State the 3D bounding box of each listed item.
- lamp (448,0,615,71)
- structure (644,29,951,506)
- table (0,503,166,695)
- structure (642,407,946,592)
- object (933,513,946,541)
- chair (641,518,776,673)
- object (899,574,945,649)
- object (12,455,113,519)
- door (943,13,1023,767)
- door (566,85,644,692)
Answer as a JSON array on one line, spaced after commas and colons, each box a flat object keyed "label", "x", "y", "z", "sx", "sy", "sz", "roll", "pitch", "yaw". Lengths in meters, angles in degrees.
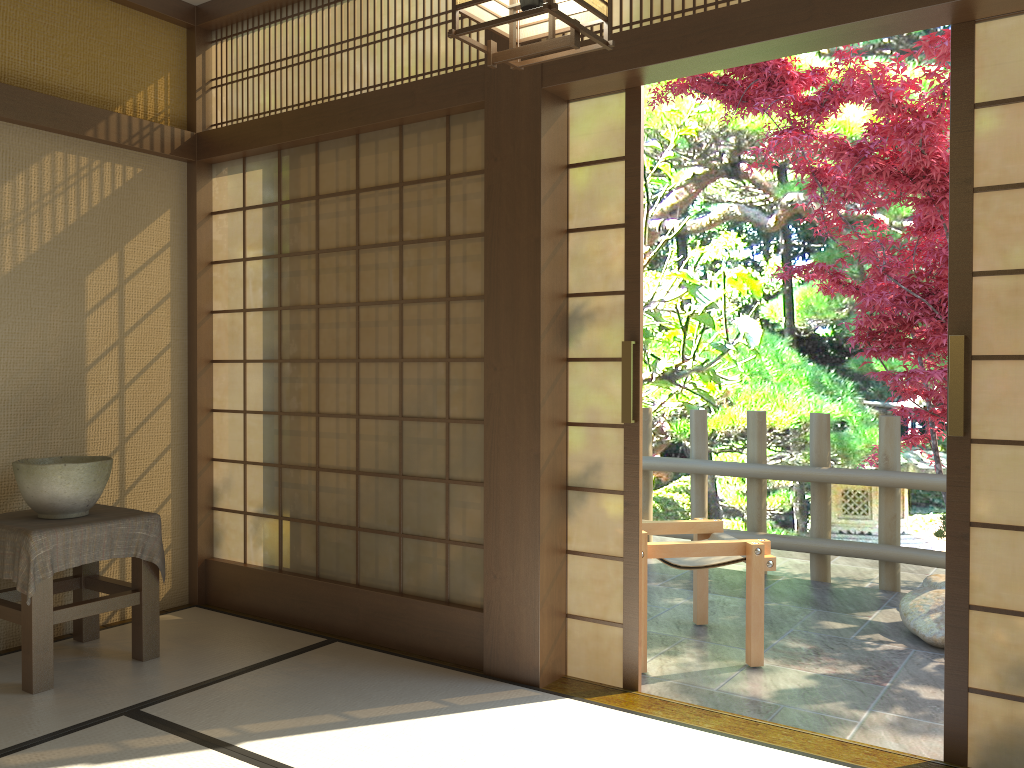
[{"label": "lamp", "x": 0.040, "y": -1.190, "z": 1.692, "sx": 0.240, "sy": 1.129, "sz": 0.240, "roll": 1, "pitch": 1, "yaw": 34}, {"label": "structure", "x": 2.732, "y": -0.657, "z": 5.863, "sx": 3.045, "sy": 4.004, "sz": 3.412, "roll": 0, "pitch": 1, "yaw": -23}, {"label": "table", "x": -1.805, "y": 0.822, "z": 3.561, "sx": 0.633, "sy": 0.595, "sz": 0.629, "roll": 1, "pitch": 1, "yaw": 34}, {"label": "structure", "x": 2.914, "y": 0.752, "z": 4.752, "sx": 7.456, "sy": 1.136, "sz": 0.245, "roll": 1, "pitch": 1, "yaw": 34}, {"label": "object", "x": 2.593, "y": 0.549, "z": 4.200, "sx": 0.586, "sy": 1.362, "sz": 1.032, "roll": 0, "pitch": 1, "yaw": -29}, {"label": "chair", "x": 0.749, "y": 0.920, "z": 4.139, "sx": 0.704, "sy": 0.598, "sz": 0.698, "roll": 0, "pitch": 1, "yaw": -9}, {"label": "object", "x": 2.539, "y": 1.101, "z": 4.230, "sx": 1.260, "sy": 0.276, "sz": 1.147, "roll": 1, "pitch": 1, "yaw": 30}, {"label": "object", "x": -1.793, "y": 0.414, "z": 3.548, "sx": 0.358, "sy": 0.230, "sz": 0.357, "roll": 0, "pitch": 1, "yaw": 4}, {"label": "door", "x": 2.094, "y": 0.056, "z": 2.144, "sx": 1.894, "sy": 2.380, "sz": 0.073, "roll": 1, "pitch": 1, "yaw": 34}, {"label": "door", "x": -0.316, "y": 0.024, "z": 3.796, "sx": 1.894, "sy": 2.380, "sz": 0.073, "roll": 1, "pitch": 1, "yaw": 34}]
